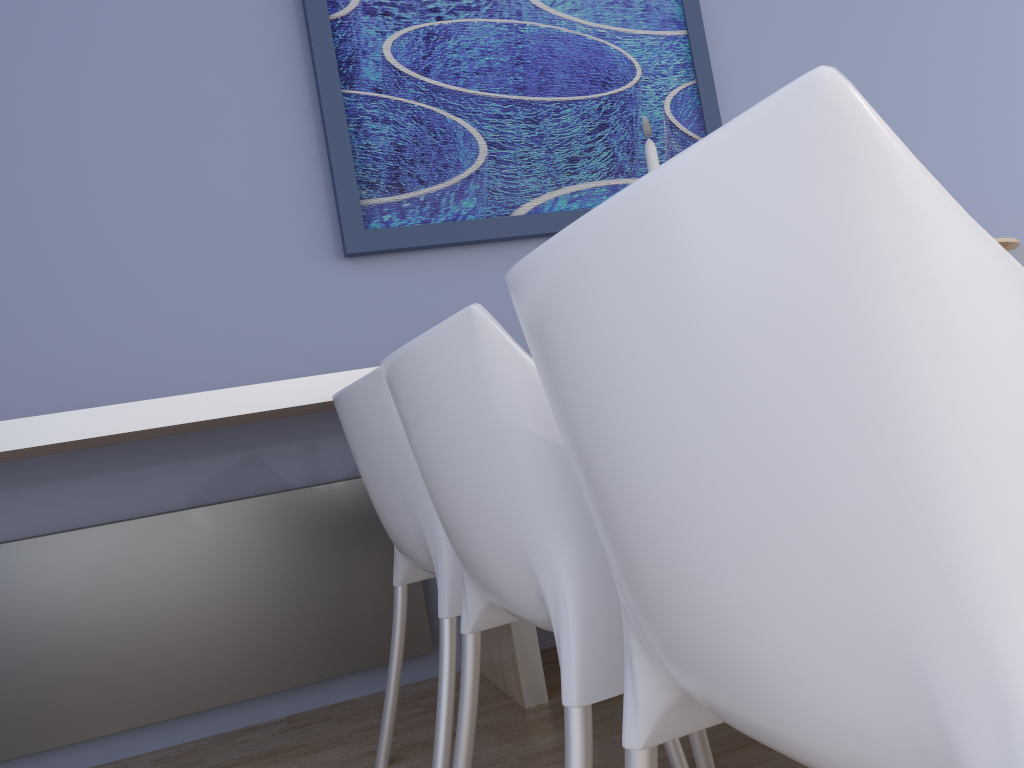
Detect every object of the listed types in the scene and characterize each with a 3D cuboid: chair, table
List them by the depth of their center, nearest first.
[{"bbox_3d":[0.294,0.247,0.621,0.486,0.793,0.510,-9,-3,-18],"label":"chair"},{"bbox_3d":[0.120,0.300,1.166,0.486,0.793,0.510,-9,-3,-18],"label":"chair"},{"bbox_3d":[0.599,0.271,1.546,1.002,0.718,2.340,-9,-3,-18],"label":"table"},{"bbox_3d":[-0.053,0.353,1.711,0.486,0.793,0.510,-9,-3,-18],"label":"chair"}]

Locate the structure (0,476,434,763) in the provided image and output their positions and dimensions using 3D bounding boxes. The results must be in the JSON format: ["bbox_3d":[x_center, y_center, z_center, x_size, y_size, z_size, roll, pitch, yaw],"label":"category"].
[{"bbox_3d":[0.071,0.429,2.544,3.843,0.503,0.064,-9,-3,-18],"label":"structure"}]

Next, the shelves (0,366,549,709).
[{"bbox_3d":[0.049,0.338,2.355,3.901,0.840,0.463,-9,-3,-18],"label":"shelves"}]

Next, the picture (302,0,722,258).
[{"bbox_3d":[0.050,-0.891,2.667,1.252,0.901,0.049,-9,-3,-18],"label":"picture"}]

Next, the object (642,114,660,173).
[{"bbox_3d":[0.219,-0.218,1.267,0.045,0.349,0.045,-11,-3,23],"label":"object"}]

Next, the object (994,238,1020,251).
[{"bbox_3d":[0.567,-0.137,1.466,0.493,0.081,0.493,-10,-2,0],"label":"object"}]
